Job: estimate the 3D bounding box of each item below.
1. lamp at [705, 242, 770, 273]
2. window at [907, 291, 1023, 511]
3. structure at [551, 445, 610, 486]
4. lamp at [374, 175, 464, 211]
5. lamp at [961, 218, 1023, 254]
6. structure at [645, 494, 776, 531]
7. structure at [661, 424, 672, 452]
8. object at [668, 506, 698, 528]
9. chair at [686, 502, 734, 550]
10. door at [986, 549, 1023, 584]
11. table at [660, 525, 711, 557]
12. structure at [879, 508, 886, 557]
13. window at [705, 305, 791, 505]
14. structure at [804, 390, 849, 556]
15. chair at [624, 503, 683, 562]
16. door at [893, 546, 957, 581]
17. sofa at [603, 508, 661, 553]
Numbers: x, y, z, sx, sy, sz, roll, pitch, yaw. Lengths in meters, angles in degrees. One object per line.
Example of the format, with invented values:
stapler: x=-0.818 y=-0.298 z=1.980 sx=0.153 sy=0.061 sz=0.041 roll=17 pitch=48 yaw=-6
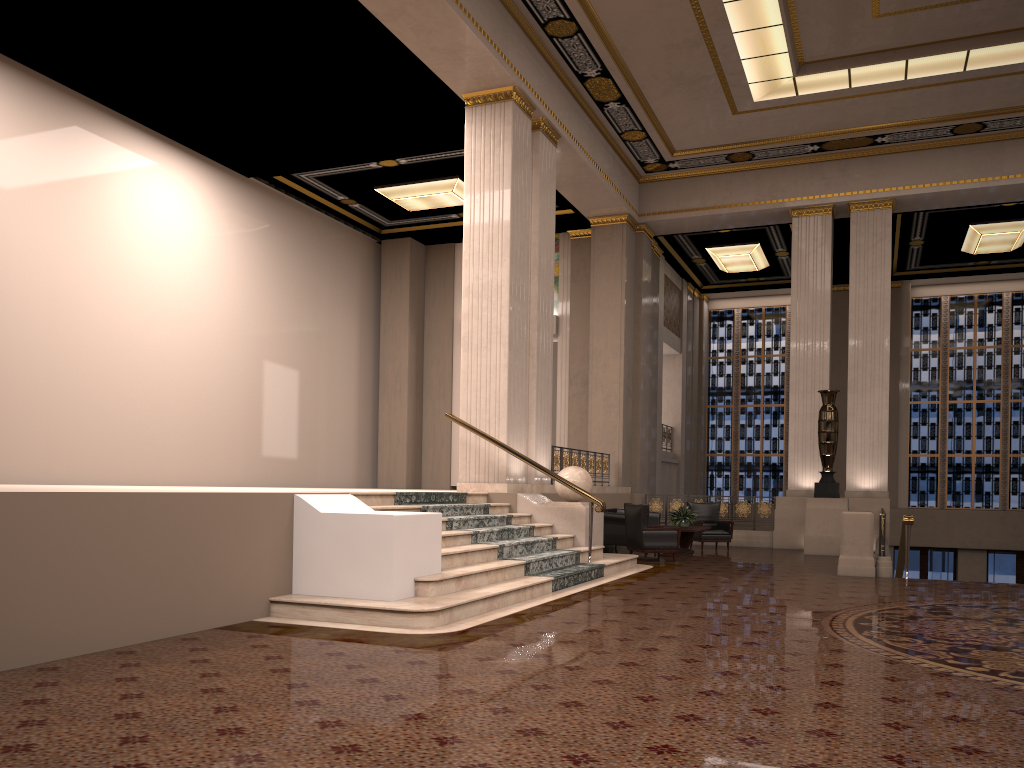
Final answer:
lamp: x=5.243 y=-2.882 z=20.384 sx=1.167 sy=0.213 sz=2.028 roll=-2 pitch=-7 yaw=22
window: x=11.482 y=0.439 z=21.883 sx=2.987 sy=5.355 sz=0.069 roll=0 pitch=0 yaw=22
structure: x=1.159 y=1.441 z=15.157 sx=0.032 sy=0.622 sz=3.715 roll=1 pitch=-6 yaw=23
lamp: x=-1.512 y=-3.476 z=16.336 sx=1.716 sy=0.214 sz=1.175 roll=-2 pitch=-7 yaw=22
lamp: x=10.104 y=-3.034 z=18.377 sx=1.167 sy=0.213 sz=2.028 roll=-2 pitch=-7 yaw=22
structure: x=3.827 y=2.497 z=17.178 sx=2.535 sy=0.654 sz=0.032 roll=-2 pitch=-1 yaw=22
structure: x=3.600 y=1.289 z=21.146 sx=0.031 sy=0.666 sz=2.167 roll=1 pitch=-6 yaw=23
object: x=2.770 y=2.139 z=14.284 sx=0.526 sy=0.375 sz=0.503 roll=4 pitch=-5 yaw=-35
chair: x=3.563 y=2.551 z=15.899 sx=0.648 sy=0.843 sz=0.720 roll=2 pitch=-3 yaw=-12
door: x=12.130 y=5.309 z=21.058 sx=1.491 sy=2.722 sz=0.155 roll=0 pitch=0 yaw=22
table: x=2.714 y=2.563 z=14.428 sx=0.839 sy=0.434 sz=1.483 roll=-1 pitch=-7 yaw=22
structure: x=5.607 y=2.182 z=13.314 sx=0.079 sy=0.535 sz=4.964 roll=1 pitch=-6 yaw=23
window: x=6.766 y=0.587 z=23.831 sx=2.987 sy=5.355 sz=0.069 roll=0 pitch=0 yaw=22
structure: x=5.394 y=1.507 z=15.030 sx=0.700 sy=2.786 sz=0.701 roll=1 pitch=-1 yaw=22
chair: x=2.049 y=2.180 z=12.973 sx=0.717 sy=0.843 sz=0.650 roll=2 pitch=-3 yaw=-17
door: x=10.200 y=5.370 z=21.855 sx=1.491 sy=2.722 sz=0.155 roll=0 pitch=0 yaw=22
sofa: x=1.869 y=2.456 z=14.782 sx=0.875 sy=0.704 sz=1.933 roll=-1 pitch=-6 yaw=22
